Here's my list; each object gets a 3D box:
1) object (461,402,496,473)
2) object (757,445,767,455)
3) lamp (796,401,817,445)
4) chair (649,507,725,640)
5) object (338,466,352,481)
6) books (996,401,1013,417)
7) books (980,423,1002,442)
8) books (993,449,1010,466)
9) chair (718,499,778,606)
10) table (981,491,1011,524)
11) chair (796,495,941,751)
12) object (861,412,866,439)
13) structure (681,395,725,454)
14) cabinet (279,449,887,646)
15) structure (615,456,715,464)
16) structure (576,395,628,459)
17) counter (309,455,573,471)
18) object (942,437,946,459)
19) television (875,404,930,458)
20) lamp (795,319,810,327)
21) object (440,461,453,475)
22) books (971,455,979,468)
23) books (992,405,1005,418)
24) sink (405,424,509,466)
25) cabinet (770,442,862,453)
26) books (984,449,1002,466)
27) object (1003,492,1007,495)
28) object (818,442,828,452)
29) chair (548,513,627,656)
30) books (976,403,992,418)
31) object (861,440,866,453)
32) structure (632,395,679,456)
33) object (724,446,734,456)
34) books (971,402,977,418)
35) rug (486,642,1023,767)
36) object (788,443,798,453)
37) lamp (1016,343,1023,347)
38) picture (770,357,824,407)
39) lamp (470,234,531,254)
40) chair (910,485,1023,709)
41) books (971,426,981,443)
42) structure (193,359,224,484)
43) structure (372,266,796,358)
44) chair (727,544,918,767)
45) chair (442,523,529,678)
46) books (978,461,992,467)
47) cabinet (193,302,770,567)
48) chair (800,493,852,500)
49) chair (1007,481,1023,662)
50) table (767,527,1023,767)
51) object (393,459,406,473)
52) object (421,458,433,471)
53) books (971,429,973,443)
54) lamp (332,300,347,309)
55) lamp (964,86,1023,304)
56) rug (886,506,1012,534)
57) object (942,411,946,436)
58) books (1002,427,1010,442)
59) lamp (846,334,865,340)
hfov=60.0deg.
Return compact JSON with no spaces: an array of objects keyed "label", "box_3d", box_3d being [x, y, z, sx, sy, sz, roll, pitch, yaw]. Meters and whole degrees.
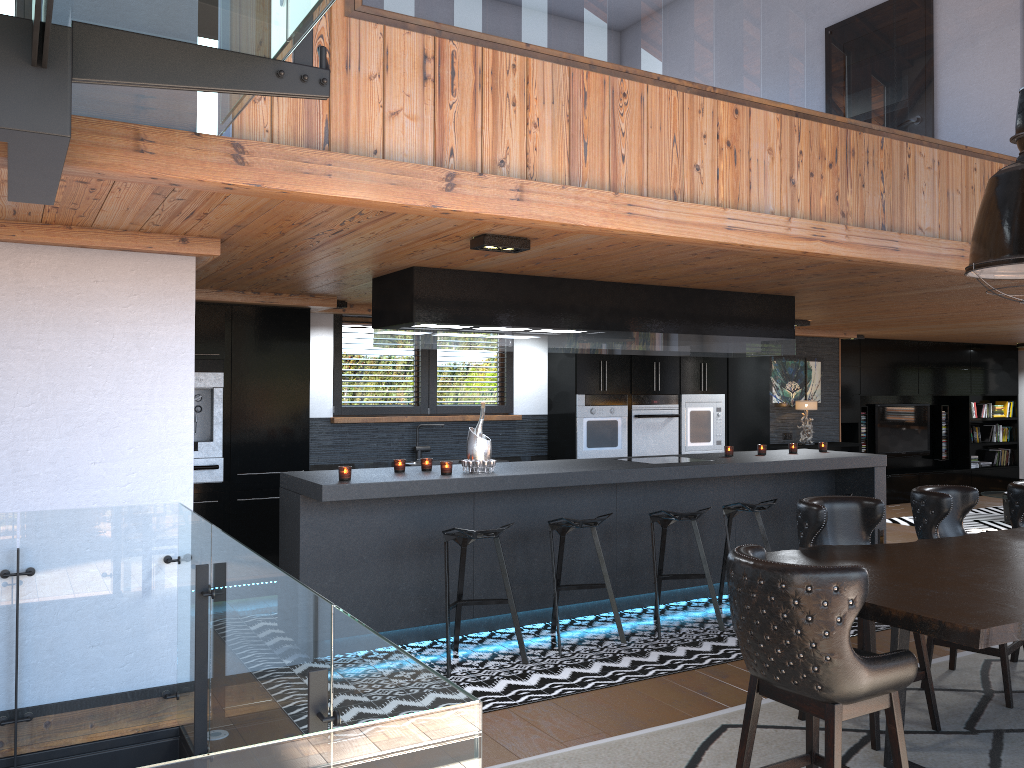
[{"label":"object","box_3d":[-0.213,0.346,5.760,0.227,0.452,0.223,1,-1,-30]},{"label":"object","box_3d":[2.081,0.547,7.381,0.079,0.081,0.079,0,-1,15]},{"label":"lamp","box_3d":[3.494,0.458,10.518,0.250,0.516,0.245,1,-1,-26]},{"label":"chair","box_3d":[1.116,1.259,6.119,0.544,0.839,0.465,1,-1,-24]},{"label":"object","box_3d":[-0.981,0.525,5.208,0.079,0.081,0.079,0,-1,5]},{"label":"books","box_3d":[8.054,0.414,14.502,0.212,0.261,0.210,1,-1,-30]},{"label":"books","box_3d":[7.719,0.788,14.335,0.348,0.296,0.219,1,-1,-30]},{"label":"books","box_3d":[8.006,1.198,14.527,0.254,0.261,0.210,1,-1,-30]},{"label":"chair","box_3d":[1.698,1.264,6.553,0.545,0.839,0.464,1,-1,-33]},{"label":"table","box_3d":[6.562,1.531,11.095,1.539,0.371,0.887,0,-1,-29]},{"label":"chair","box_3d":[1.688,1.123,4.339,0.509,1.092,0.562,1,-1,-31]},{"label":"object","box_3d":[5.016,0.598,12.810,0.126,0.379,0.124,1,-1,-30]},{"label":"structure","box_3d":[2.009,0.447,9.288,0.600,0.672,0.039,1,-1,-30]},{"label":"cabinet","box_3d":[0.813,1.131,6.532,4.851,1.104,0.879,0,-1,-30]},{"label":"structure","box_3d":[1.169,0.590,6.793,0.617,0.017,0.499,0,0,-30]},{"label":"structure","box_3d":[0.804,0.440,8.774,0.606,0.673,0.378,1,-1,-30]},{"label":"counter","box_3d":[-0.634,0.728,8.025,2.594,0.040,0.526,0,0,-30]},{"label":"object","box_3d":[6.643,0.987,13.755,0.126,0.379,0.124,1,-1,-30]},{"label":"television","box_3d":[5.866,0.706,13.325,1.266,0.813,0.050,1,-1,-30]},{"label":"lamp","box_3d":[3.013,-0.652,9.390,0.264,0.068,0.153,0,-1,-30]},{"label":"object","box_3d":[-0.413,0.529,5.581,0.078,0.081,0.080,0,-1,25]},{"label":"books","box_3d":[7.210,1.231,14.039,0.305,0.188,0.256,0,-1,-23]},{"label":"books","box_3d":[7.815,0.442,14.389,0.299,0.197,0.258,0,-1,-27]},{"label":"sink","box_3d":[-0.557,0.577,8.060,0.972,0.420,0.457,0,-1,-30]},{"label":"cabinet","box_3d":[3.409,1.218,10.453,1.642,1.010,0.425,0,-1,-30]},{"label":"books","box_3d":[7.824,1.200,14.420,0.247,0.256,0.205,1,-1,-31]},{"label":"object","box_3d":[6.289,1.361,10.940,0.396,0.022,0.393,0,0,-11]},{"label":"object","box_3d":[2.720,0.551,7.755,0.079,0.081,0.080,0,-1,15]},{"label":"chair","box_3d":[0.397,1.255,5.781,0.545,0.839,0.464,1,-1,-33]},{"label":"books","box_3d":[7.549,0.427,14.271,0.287,0.232,0.180,1,-1,-27]},{"label":"object","box_3d":[5.015,0.977,12.803,0.126,0.379,0.124,1,-1,-30]},{"label":"structure","box_3d":[1.468,0.443,8.959,0.600,0.673,0.089,1,-1,-30]},{"label":"object","box_3d":[1.761,0.545,7.195,0.079,0.081,0.079,0,-1,15]},{"label":"books","box_3d":[7.167,0.404,13.978,0.243,0.270,0.205,1,-1,-30]},{"label":"rug","box_3d":[2.426,1.668,3.900,5.691,0.047,2.524,0,0,-30]},{"label":"object","box_3d":[2.401,0.549,7.568,0.079,0.081,0.080,0,-1,15]},{"label":"lamp","box_3d":[8.027,-0.610,13.846,0.264,0.068,0.153,0,-1,-30]},{"label":"picture","box_3d":[3.441,-0.025,10.704,0.935,0.594,0.010,1,-1,-30]},{"label":"lamp","box_3d":[-0.057,-0.692,4.341,0.264,0.068,0.153,0,-1,-30]},{"label":"chair","box_3d":[2.504,1.128,4.873,0.561,1.092,0.510,-1,-1,44]},{"label":"books","box_3d":[7.331,0.798,14.123,0.239,0.270,0.207,1,-1,-30]},{"label":"structure","box_3d":[-2.508,0.282,6.721,0.603,0.945,0.252,1,-1,-30]},{"label":"structure","box_3d":[0.650,-0.474,6.478,3.284,0.476,0.703,0,-1,-30]},{"label":"chair","box_3d":[1.012,1.112,2.983,0.574,1.092,0.498,1,-1,-31]},{"label":"chair","box_3d":[-0.242,1.251,5.358,0.544,0.839,0.464,1,-1,-30]},{"label":"books","box_3d":[7.517,1.289,14.227,0.268,0.073,0.207,0,-1,-27]},{"label":"cabinet","box_3d":[-0.068,0.503,8.358,6.497,2.381,0.537,0,-1,-30]},{"label":"chair","box_3d":[2.388,1.268,6.925,0.544,0.839,0.464,1,-1,-29]},{"label":"chair","box_3d":[3.251,1.142,5.235,0.508,1.092,0.563,1,-1,-21]},{"label":"table","box_3d":[2.738,1.215,4.022,3.837,0.950,1.414,0,-1,-30]},{"label":"object","box_3d":[-0.728,0.529,5.739,0.078,0.081,0.080,0,-1,25]},{"label":"object","box_3d":[-0.562,0.530,5.836,0.078,0.081,0.080,0,-1,25]},{"label":"books","box_3d":[7.145,0.800,14.014,0.239,0.270,0.207,1,-1,-30]},{"label":"lamp","box_3d":[-1.486,-0.676,7.481,0.154,0.068,0.153,0,-1,-30]},{"label":"lamp","box_3d":[2.331,-2.701,3.926,0.618,4.686,0.625,0,-1,15]},{"label":"rug","box_3d":[6.255,1.724,11.268,2.931,0.020,1.644,0,0,-30]},{"label":"object","box_3d":[6.644,0.609,13.762,0.126,0.379,0.124,1,-1,-30]},{"label":"books","box_3d":[7.996,0.821,14.511,0.293,0.238,0.187,1,-1,-31]},{"label":"lamp","box_3d":[4.551,-0.632,11.813,0.264,0.068,0.153,0,-1,-30]}]
